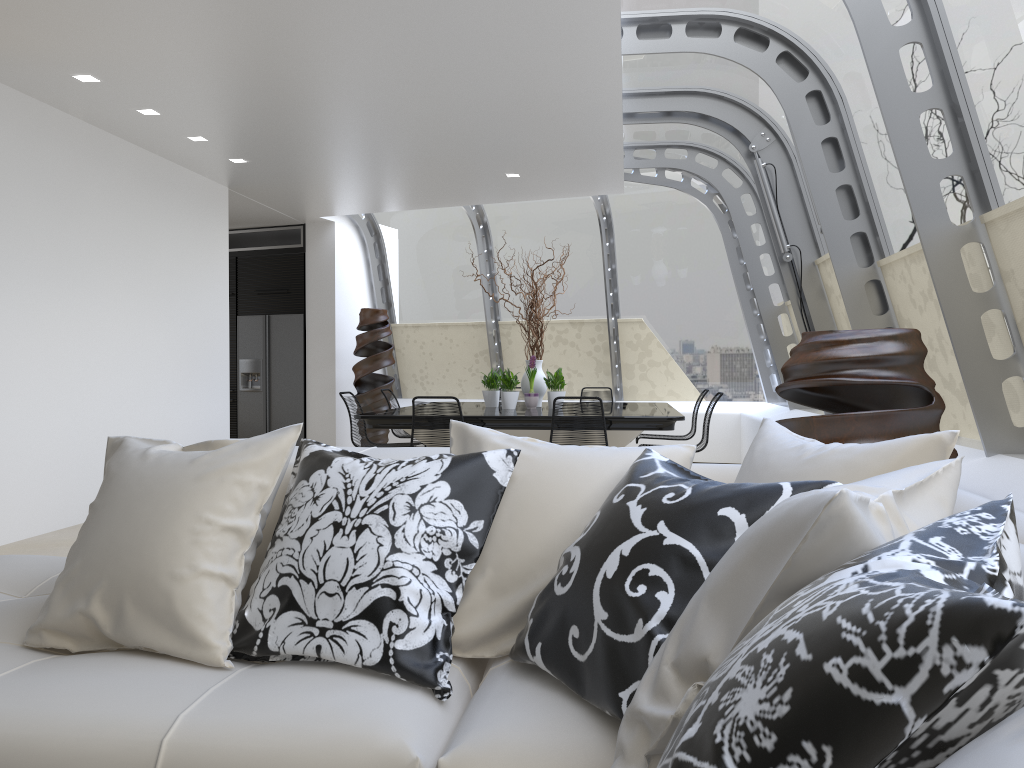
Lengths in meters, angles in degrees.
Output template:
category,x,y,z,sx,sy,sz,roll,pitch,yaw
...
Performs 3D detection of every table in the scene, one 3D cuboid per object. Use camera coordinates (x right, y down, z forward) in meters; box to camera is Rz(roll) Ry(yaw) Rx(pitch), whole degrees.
category,x,y,z,sx,sy,sz,roll,pitch,yaw
table,0.215,0.595,8.061,2.494,0.759,3.031,0,1,7

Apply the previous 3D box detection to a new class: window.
category,x,y,z,sx,sy,sz,roll,pitch,yaw
window,-4.896,-0.424,5.917,16.693,3.674,16.171,0,1,13

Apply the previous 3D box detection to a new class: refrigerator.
category,x,y,z,sx,sy,sz,roll,pitch,yaw
refrigerator,-2.979,0.010,11.145,1.006,1.742,0.234,0,1,21

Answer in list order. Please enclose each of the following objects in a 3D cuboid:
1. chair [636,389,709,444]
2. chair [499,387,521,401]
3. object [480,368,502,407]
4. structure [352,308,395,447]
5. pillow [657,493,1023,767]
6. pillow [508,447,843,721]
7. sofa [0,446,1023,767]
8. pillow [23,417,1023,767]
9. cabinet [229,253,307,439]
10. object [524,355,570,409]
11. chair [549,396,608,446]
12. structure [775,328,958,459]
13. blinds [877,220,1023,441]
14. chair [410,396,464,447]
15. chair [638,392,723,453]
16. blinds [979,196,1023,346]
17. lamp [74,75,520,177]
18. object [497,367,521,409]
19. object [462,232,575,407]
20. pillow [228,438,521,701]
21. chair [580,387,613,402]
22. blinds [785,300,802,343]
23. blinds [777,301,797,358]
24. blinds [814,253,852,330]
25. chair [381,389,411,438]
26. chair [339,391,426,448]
category,x,y,z,sx,sy,sz,roll,pitch,yaw
chair,1.545,0.309,8.580,0.688,0.519,0.446,0,1,7
chair,-0.019,0.298,9.636,0.446,0.519,0.688,0,1,7
object,-0.181,0.029,8.267,0.284,0.369,0.215,-1,1,-44
structure,-1.616,0.040,10.369,0.498,1.843,0.493,0,1,19
pillow,0.315,0.369,0.911,0.382,0.467,0.608,0,1,27
pillow,0.270,0.389,1.667,0.405,0.483,0.599,0,1,-24
sofa,-0.458,0.641,0.772,3.257,0.866,4.169,0,1,7
pillow,0.193,0.356,1.028,1.656,0.530,3.322,0,1,-22
cabinet,-3.427,-0.335,11.636,2.252,2.558,0.831,0,1,22
object,0.323,-0.017,7.898,0.417,0.476,0.238,0,1,36
chair,0.493,0.339,6.414,0.446,0.519,0.688,0,1,7
structure,1.253,0.432,3.235,0.672,1.258,0.674,0,1,-16
blinds,2.217,-0.202,4.500,0.329,1.027,1.430,0,1,7
chair,-0.496,0.339,6.543,0.446,0.519,0.688,0,1,7
chair,1.379,0.326,7.315,0.688,0.519,0.446,0,1,7
blinds,2.018,-0.182,2.973,0.329,1.027,1.430,0,1,7
lamp,-5.380,-1.865,4.016,9.775,0.004,9.928,0,1,8
object,-0.032,0.035,7.811,0.215,0.369,0.284,1,1,41
object,0.042,-0.560,8.111,1.031,1.549,1.135,0,1,0
pillow,-0.330,0.375,1.943,0.604,0.471,0.394,0,1,23
chair,0.899,0.297,9.516,0.446,0.519,0.688,0,1,7
blinds,2.616,-0.243,7.553,0.329,1.027,1.430,0,1,7
blinds,3.001,0.264,9.245,0.663,2.118,1.829,0,1,7
blinds,2.388,-0.317,6.026,0.387,1.214,1.376,0,1,7
chair,-0.950,0.309,8.906,0.688,0.519,0.446,0,1,7
chair,-1.116,0.326,7.641,0.688,0.519,0.446,0,1,7
